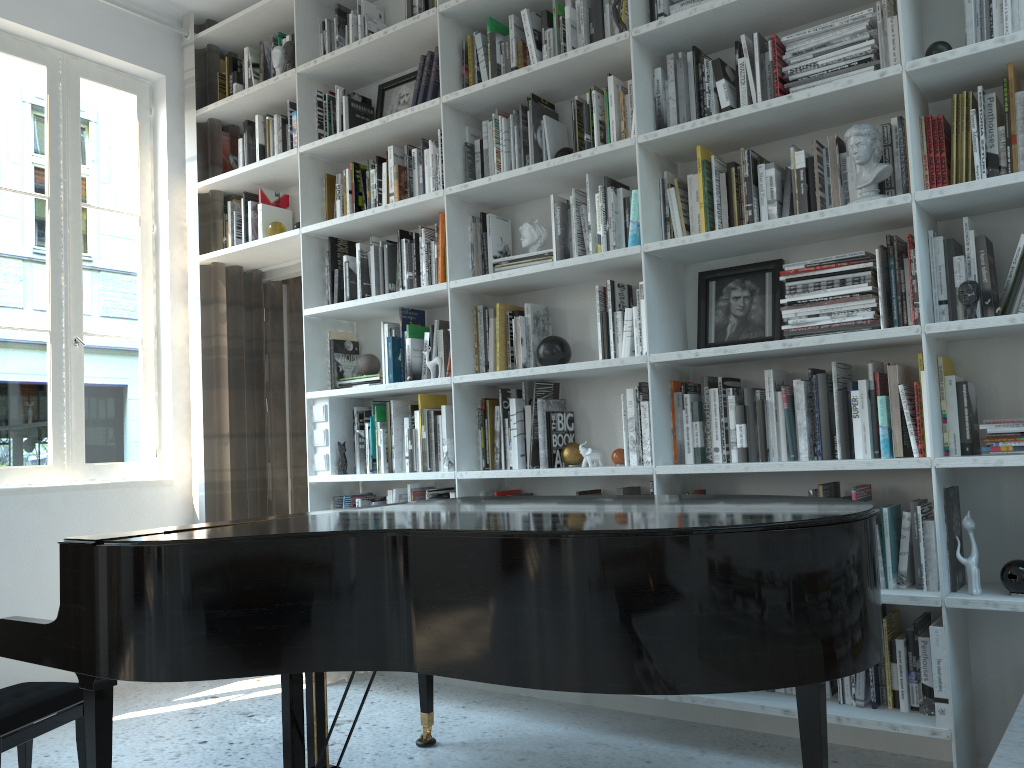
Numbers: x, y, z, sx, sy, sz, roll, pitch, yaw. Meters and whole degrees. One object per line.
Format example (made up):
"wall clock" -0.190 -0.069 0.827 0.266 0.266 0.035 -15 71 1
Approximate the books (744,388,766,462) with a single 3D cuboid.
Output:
"books" 0.809 0.134 2.899 0.029 0.237 0.166 -5 -5 36

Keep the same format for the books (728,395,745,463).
"books" 0.764 0.149 2.928 0.023 0.217 0.174 -5 -5 36

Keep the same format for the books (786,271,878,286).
"books" 1.009 -0.319 2.783 0.254 0.012 0.161 -5 -5 33

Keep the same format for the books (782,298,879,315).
"books" 1.014 -0.234 2.779 0.285 0.012 0.159 -6 -5 38

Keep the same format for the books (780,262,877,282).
"books" 1.009 -0.343 2.786 0.285 0.012 0.159 -6 -5 38

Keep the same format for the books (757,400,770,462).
"books" 0.840 0.152 2.873 0.023 0.196 0.165 -5 -5 36

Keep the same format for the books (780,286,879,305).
"books" 1.008 -0.270 2.776 0.285 0.012 0.159 -6 -6 41

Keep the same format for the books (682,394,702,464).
"books" 0.634 0.153 3.024 0.027 0.234 0.167 -5 -5 36

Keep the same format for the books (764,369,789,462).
"books" 0.866 0.103 2.872 0.026 0.291 0.152 -5 -5 36

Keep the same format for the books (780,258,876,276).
"books" 1.004 -0.355 2.781 0.285 0.012 0.159 -5 -5 31

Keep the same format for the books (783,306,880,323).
"books" 1.018 -0.210 2.782 0.285 0.012 0.159 -6 -5 36

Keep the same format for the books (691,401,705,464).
"books" 0.662 0.165 3.018 0.024 0.208 0.170 -5 -5 36

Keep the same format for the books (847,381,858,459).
"books" 1.067 0.111 2.728 0.014 0.235 0.154 -5 -5 36

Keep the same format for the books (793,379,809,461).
"books" 0.941 0.115 2.837 0.025 0.254 0.136 -5 -5 36

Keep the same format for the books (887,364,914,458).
"books" 1.167 0.082 2.650 0.026 0.272 0.175 -5 -5 36

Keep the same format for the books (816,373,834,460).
"books" 0.996 0.102 2.765 0.028 0.264 0.161 -5 -5 36

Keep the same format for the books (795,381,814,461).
"books" 0.946 0.117 2.800 0.026 0.245 0.191 -5 -5 36

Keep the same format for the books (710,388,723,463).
"books" 0.720 0.140 2.969 0.027 0.245 0.179 -5 -5 36

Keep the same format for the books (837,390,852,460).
"books" 1.046 0.126 2.730 0.024 0.207 0.183 -5 -5 36

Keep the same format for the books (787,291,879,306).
"books" 1.009 -0.258 2.775 0.254 0.012 0.161 -5 -5 31

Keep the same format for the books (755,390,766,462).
"books" 0.832 0.137 2.895 0.013 0.230 0.139 -5 -5 36

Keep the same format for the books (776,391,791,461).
"books" 0.893 0.136 2.862 0.025 0.220 0.140 -5 -5 36

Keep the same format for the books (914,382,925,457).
"books" 1.212 0.105 2.605 0.011 0.216 0.166 -5 -5 36

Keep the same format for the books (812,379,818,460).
"books" 0.983 0.112 2.796 0.011 0.251 0.158 -5 -5 36

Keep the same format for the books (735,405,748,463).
"books" 0.783 0.163 2.908 0.029 0.183 0.174 -5 -5 36

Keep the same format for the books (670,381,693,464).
"books" 0.597 0.133 3.077 0.012 0.285 0.159 -5 -5 36

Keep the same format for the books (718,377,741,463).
"books" 0.733 0.120 2.956 0.013 0.282 0.166 -5 -5 36

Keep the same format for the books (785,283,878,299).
"books" 1.011 -0.282 2.780 0.254 0.012 0.161 -6 -6 39

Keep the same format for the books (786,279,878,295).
"books" 1.010 -0.294 2.781 0.254 0.012 0.161 -5 -5 33

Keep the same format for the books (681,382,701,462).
"books" 0.624 0.135 3.045 0.011 0.275 0.146 -5 -5 36

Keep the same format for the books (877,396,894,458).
"books" 1.134 0.129 2.658 0.023 0.183 0.169 -5 -5 36

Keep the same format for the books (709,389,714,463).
"books" 0.709 0.141 2.998 0.024 0.247 0.132 -5 -5 36

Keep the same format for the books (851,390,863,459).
"books" 1.076 0.125 2.707 0.023 0.204 0.167 -5 -5 36

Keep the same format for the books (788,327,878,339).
"books" 1.017 -0.151 2.774 0.254 0.012 0.161 -6 -5 38

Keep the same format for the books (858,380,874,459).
"books" 1.094 0.108 2.694 0.023 0.234 0.175 -5 -5 36

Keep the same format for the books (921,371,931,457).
"books" 1.235 0.087 2.582 0.033 0.246 0.176 -5 -5 36

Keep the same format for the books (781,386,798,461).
"books" 0.910 0.126 2.841 0.031 0.237 0.159 -5 -5 36

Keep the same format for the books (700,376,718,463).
"books" 0.691 0.122 3.019 0.027 0.290 0.140 -5 -5 36

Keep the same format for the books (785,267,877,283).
"books" 1.007 -0.331 2.782 0.254 0.012 0.161 -5 -5 32

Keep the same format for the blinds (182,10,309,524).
"blinds" -1.339 -0.229 4.647 0.140 3.228 0.776 -5 -5 36

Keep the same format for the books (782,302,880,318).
"books" 1.016 -0.222 2.781 0.285 0.012 0.159 -6 -5 37

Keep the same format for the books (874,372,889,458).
"books" 1.132 0.095 2.691 0.014 0.256 0.145 -5 -5 36

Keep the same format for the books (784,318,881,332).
"books" 1.018 -0.175 2.778 0.285 0.012 0.159 -6 -5 35

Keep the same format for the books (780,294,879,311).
"books" 1.009 -0.246 2.774 0.285 0.012 0.159 -6 -6 41

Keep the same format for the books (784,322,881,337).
"books" 1.013 -0.163 2.769 0.285 0.012 0.159 -5 -5 31

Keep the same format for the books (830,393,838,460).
"books" 1.026 0.132 2.760 0.021 0.202 0.128 -5 -5 36

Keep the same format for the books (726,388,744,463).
"books" 0.758 0.138 2.960 0.021 0.244 0.141 -5 -5 36

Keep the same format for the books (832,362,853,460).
"books" 1.031 0.083 2.745 0.012 0.296 0.178 -5 -5 36

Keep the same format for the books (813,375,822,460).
"books" 0.985 0.106 2.781 0.010 0.261 0.181 -5 -5 36

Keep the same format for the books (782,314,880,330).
"books" 1.012 -0.187 2.771 0.285 0.012 0.159 -6 -6 41

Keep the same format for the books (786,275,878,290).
"books" 1.008 -0.307 2.780 0.254 0.012 0.161 -5 -5 32

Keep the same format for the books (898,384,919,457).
"books" 1.190 0.109 2.620 0.042 0.212 0.169 -5 -5 36

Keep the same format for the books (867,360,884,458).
"books" 1.115 0.077 2.694 0.014 0.293 0.137 -5 -5 36

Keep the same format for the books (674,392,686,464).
"books" 0.612 0.152 3.062 0.029 0.243 0.154 -5 -5 36

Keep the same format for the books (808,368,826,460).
"books" 0.976 0.096 2.809 0.014 0.286 0.134 -5 -5 36

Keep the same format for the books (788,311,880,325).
"books" 1.012 -0.199 2.772 0.254 0.012 0.161 -5 -5 31
